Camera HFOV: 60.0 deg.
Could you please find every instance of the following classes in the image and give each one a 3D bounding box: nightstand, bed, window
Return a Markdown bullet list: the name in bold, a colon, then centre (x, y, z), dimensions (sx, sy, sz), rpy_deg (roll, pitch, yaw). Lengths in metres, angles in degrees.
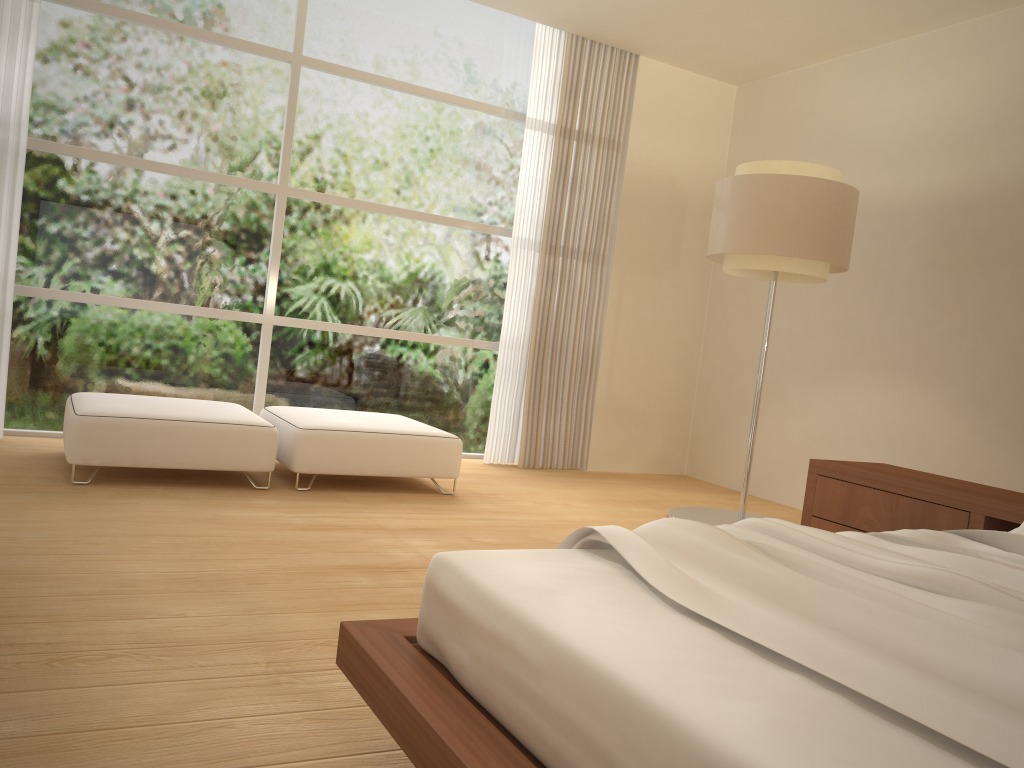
- **nightstand**: centre (2.490, 0.832, 2.232), dimensions (0.493, 0.539, 4.220), rpy_deg (5, 3, -28)
- **bed**: centre (1.274, 0.704, 1.513), dimensions (2.535, 0.570, 2.599), rpy_deg (5, 3, -28)
- **window**: centre (-1.498, -1.257, 5.763), dimensions (4.781, 3.371, 0.071), rpy_deg (5, 3, -28)

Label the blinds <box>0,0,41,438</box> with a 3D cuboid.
- **blinds**: centre (-3.049, -1.383, 4.637), dimensions (0.950, 3.352, 0.211), rpy_deg (5, 3, -30)

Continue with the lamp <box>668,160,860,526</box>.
- **lamp**: centre (1.421, -0.181, 4.994), dimensions (0.817, 2.018, 0.817), rpy_deg (8, 3, 15)

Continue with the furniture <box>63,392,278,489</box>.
- **furniture**: centre (-1.817, 0.281, 4.669), dimensions (0.965, 0.346, 0.964), rpy_deg (5, 3, -28)

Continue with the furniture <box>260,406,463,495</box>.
- **furniture**: centre (-0.909, 0.368, 5.158), dimensions (0.965, 0.346, 0.964), rpy_deg (5, 3, -28)

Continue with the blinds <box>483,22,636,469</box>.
- **blinds**: centre (0.381, -1.052, 6.428), dimensions (0.814, 3.351, 0.202), rpy_deg (5, 3, -29)

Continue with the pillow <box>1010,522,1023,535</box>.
- **pillow**: centre (1.962, 0.442, 1.893), dimensions (0.561, 0.339, 1.720), rpy_deg (5, 3, -28)
